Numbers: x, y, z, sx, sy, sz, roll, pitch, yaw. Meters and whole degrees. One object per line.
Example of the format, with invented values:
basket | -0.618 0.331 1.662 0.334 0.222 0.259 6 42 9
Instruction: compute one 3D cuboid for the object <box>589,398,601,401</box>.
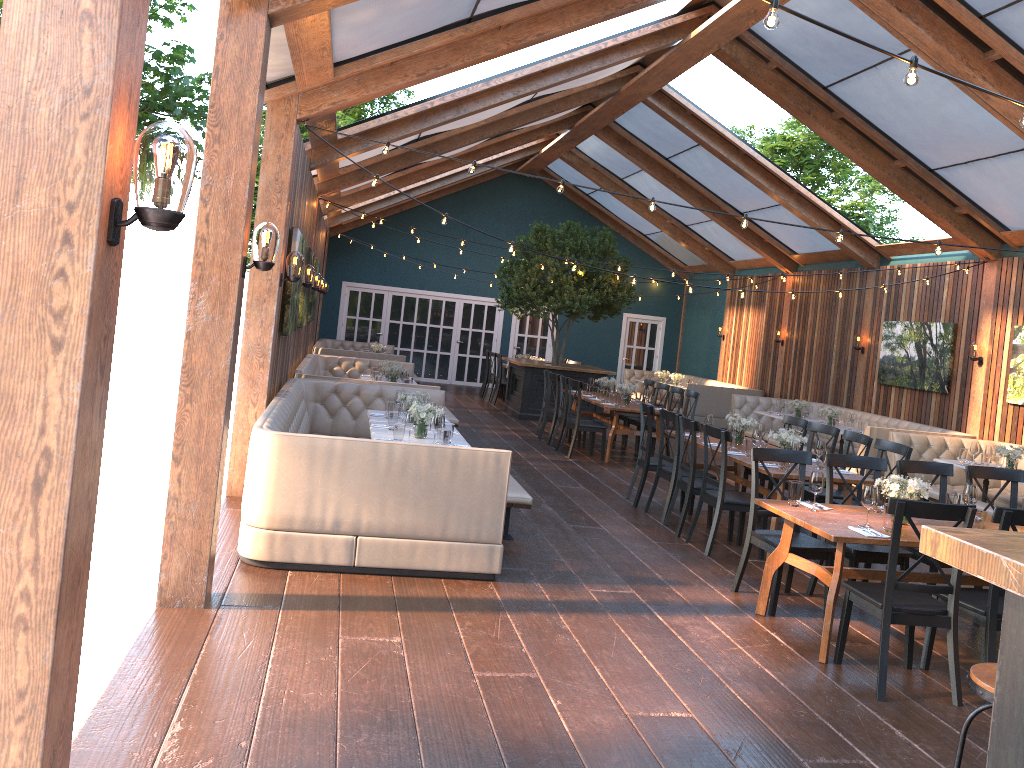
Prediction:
object | 1.217 0.217 12.462 0.255 0.019 0.158 5 4 -10

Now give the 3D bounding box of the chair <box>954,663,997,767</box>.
chair | 1.621 1.325 2.828 0.466 0.735 0.469 6 1 -23

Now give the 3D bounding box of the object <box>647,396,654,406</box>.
object | 1.893 0.245 12.103 0.092 0.158 0.091 7 1 26

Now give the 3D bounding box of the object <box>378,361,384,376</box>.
object | -1.905 -0.202 12.846 0.092 0.244 0.092 7 1 37

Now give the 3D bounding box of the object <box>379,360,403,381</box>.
object | -1.747 -0.206 12.676 0.336 0.309 0.329 6 2 1

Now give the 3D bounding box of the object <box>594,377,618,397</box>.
object | 1.420 0.033 13.292 0.335 0.309 0.330 6 2 -15

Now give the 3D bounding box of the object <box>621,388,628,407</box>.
object | 1.504 0.180 11.824 0.092 0.244 0.092 6 1 -8

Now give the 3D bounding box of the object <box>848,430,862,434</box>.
object | 4.729 0.665 12.306 0.157 0.019 0.256 5 4 -11

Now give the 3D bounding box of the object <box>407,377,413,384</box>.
object | -1.348 -0.010 11.598 0.091 0.158 0.092 6 1 -24

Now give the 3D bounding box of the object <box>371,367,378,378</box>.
object | -1.994 -0.164 12.772 0.091 0.158 0.092 6 1 -24

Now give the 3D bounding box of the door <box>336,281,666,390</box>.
door | -0.180 -0.980 21.919 8.161 2.209 0.174 5 0 -11

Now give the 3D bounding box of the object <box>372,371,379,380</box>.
object | -1.856 -0.094 12.011 0.091 0.158 0.092 6 1 -24

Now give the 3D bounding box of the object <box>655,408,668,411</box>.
object | 1.969 0.335 11.942 0.255 0.019 0.158 5 4 -10

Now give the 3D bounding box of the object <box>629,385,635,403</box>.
object | 1.699 0.146 12.583 0.092 0.244 0.092 7 1 31

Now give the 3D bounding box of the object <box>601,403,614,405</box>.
object | 1.322 0.269 11.889 0.255 0.019 0.158 5 4 -10

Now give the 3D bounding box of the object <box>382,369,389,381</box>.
object | -1.625 -0.063 11.321 0.092 0.244 0.092 6 1 -8

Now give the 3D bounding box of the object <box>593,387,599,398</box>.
object | 1.207 0.121 12.803 0.092 0.158 0.092 6 1 -4

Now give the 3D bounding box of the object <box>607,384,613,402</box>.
object | 1.372 0.125 12.401 0.092 0.244 0.092 6 1 -8

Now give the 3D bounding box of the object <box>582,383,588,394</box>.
object | 1.098 0.068 13.382 0.092 0.158 0.092 6 1 6

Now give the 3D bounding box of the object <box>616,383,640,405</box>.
object | 1.585 0.125 12.256 0.330 0.309 0.335 7 3 26

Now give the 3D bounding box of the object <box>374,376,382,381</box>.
object | -1.706 -0.021 11.223 0.091 0.158 0.092 6 1 -24

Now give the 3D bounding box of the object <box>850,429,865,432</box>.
object | 4.954 0.666 12.627 0.255 0.019 0.158 5 4 -10

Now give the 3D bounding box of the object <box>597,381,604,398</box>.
object | 1.294 0.081 12.897 0.092 0.244 0.092 6 1 -14

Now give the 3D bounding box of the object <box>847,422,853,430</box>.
object | 4.885 0.578 12.774 0.091 0.158 0.092 6 1 -24

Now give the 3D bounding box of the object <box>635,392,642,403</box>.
object | 1.808 0.195 12.675 0.091 0.158 0.092 5 2 -44

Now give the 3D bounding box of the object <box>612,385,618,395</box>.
object | 1.604 0.094 13.779 0.092 0.158 0.092 6 1 16

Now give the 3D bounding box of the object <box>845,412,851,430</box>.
object | 4.815 0.533 12.693 0.092 0.244 0.092 7 1 37

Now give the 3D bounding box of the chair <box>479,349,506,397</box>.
chair | -0.395 -0.230 19.495 0.539 1.020 0.478 6 1 -5

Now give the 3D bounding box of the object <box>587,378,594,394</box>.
object | 1.194 0.028 13.481 0.092 0.244 0.092 7 1 37

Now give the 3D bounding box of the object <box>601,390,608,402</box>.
object | 1.278 0.166 12.288 0.092 0.158 0.092 6 1 16

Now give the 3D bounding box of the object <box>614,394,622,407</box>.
object | 1.399 0.220 11.716 0.092 0.158 0.091 7 1 26

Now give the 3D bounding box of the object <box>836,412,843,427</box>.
object | 4.612 0.526 12.486 0.092 0.244 0.092 6 1 -8

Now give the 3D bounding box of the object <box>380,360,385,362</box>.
object | -1.934 -0.223 13.087 0.092 0.244 0.092 7 1 37

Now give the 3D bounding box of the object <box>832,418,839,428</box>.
object | 4.533 0.566 12.406 0.091 0.158 0.092 6 1 -24

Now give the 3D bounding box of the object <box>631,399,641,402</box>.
object | 1.770 0.238 13.049 0.255 0.019 0.158 5 4 -10

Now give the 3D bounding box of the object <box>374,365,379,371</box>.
object | -2.020 -0.195 13.172 0.091 0.158 0.092 6 1 -24

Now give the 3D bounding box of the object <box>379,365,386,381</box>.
object | -1.773 -0.135 12.102 0.092 0.244 0.092 7 1 37

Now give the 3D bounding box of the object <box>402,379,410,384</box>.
object | -1.349 0.018 11.208 0.092 0.158 0.091 7 1 26

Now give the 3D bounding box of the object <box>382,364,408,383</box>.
object | -1.570 -0.119 11.733 0.336 0.309 0.329 6 2 6

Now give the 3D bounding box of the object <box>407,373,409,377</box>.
object | -1.486 -0.078 12.343 0.091 0.158 0.092 6 1 -24

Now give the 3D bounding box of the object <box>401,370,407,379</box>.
object | -1.417 -0.055 11.518 0.092 0.244 0.092 7 1 37

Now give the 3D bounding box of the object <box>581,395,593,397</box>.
object | 1.135 0.172 12.967 0.255 0.019 0.158 5 4 -10

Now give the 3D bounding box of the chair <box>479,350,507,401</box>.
chair | -0.369 -0.187 18.930 0.539 1.020 0.478 6 1 -6

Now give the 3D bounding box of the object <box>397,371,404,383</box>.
object | -1.424 -0.038 11.282 0.092 0.244 0.092 7 1 37

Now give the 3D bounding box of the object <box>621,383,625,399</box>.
object | 1.632 0.103 13.110 0.092 0.244 0.092 6 1 -14

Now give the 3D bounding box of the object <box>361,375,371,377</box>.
object | -2.078 -0.114 12.930 0.255 0.019 0.158 5 4 -10

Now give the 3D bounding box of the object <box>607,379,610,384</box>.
object | 1.488 0.045 13.693 0.092 0.244 0.092 6 1 -30

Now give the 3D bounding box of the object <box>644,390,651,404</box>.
object | 1.834 0.201 12.028 0.092 0.244 0.092 6 1 15

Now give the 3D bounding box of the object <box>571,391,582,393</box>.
object | 1.005 0.116 13.557 0.255 0.019 0.158 5 4 -10

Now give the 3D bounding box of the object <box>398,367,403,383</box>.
object | -1.560 -0.123 12.256 0.092 0.244 0.092 7 1 37
